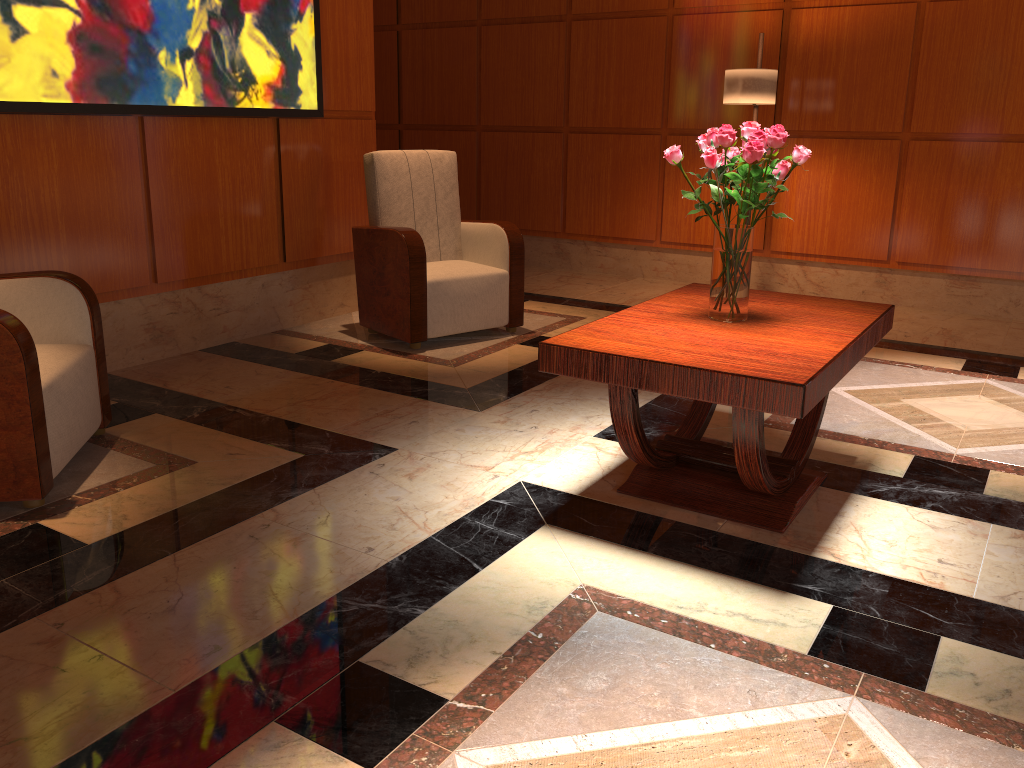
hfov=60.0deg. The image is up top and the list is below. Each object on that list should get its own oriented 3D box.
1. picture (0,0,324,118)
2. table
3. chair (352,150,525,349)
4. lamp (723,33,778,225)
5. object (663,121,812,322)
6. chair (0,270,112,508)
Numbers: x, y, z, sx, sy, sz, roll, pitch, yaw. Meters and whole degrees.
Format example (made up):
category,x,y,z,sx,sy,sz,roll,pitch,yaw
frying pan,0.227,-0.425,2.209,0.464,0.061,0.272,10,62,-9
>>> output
category,x,y,z,sx,sy,sz,roll,pitch,yaw
picture,-1.554,-2.032,3.733,0.057,1.719,2.010,10,18,31
table,0.684,0.063,2.790,0.727,0.529,1.176,10,19,31
chair,-0.402,-0.756,4.747,0.740,0.951,0.632,-11,19,-37
lamp,1.457,-1.289,5.449,0.360,1.645,0.531,7,16,21
object,0.674,-0.488,2.678,0.351,0.590,0.329,-11,19,-36
chair,-1.702,-0.185,2.749,0.628,0.951,0.745,-2,15,-9
